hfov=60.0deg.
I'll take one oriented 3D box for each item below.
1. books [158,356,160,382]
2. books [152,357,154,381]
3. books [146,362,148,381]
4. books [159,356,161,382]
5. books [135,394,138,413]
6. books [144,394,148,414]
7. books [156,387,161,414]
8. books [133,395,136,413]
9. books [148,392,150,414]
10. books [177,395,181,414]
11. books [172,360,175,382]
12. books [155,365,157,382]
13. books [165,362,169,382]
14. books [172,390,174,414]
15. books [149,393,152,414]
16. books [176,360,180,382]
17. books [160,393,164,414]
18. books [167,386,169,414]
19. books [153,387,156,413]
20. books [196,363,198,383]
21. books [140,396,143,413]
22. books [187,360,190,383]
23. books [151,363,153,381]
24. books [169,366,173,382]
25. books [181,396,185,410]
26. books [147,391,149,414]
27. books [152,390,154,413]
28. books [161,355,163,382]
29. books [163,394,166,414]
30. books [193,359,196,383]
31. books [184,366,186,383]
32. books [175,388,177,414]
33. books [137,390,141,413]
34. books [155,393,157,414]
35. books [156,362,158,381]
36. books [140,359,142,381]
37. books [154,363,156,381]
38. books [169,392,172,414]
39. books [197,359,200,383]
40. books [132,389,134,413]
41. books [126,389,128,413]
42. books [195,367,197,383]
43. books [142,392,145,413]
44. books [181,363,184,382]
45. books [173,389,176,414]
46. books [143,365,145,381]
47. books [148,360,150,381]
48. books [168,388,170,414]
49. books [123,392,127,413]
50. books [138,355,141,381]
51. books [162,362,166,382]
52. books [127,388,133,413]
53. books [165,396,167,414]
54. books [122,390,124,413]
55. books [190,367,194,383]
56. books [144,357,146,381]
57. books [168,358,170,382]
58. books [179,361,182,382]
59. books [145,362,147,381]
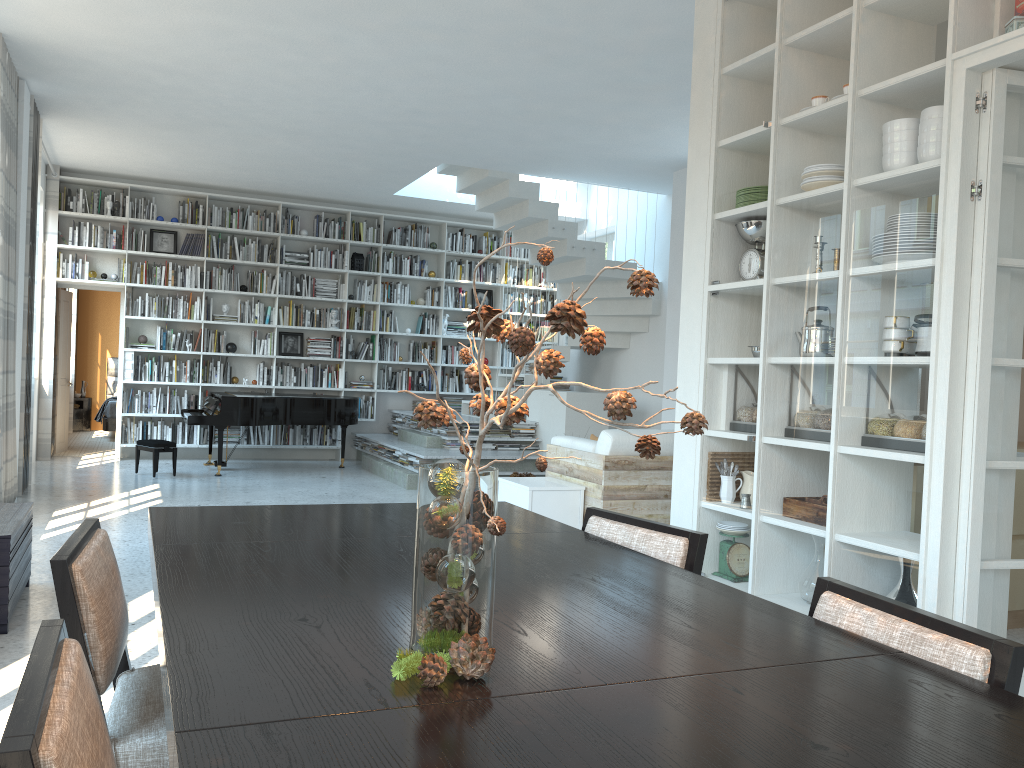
[{"bbox_3d":[-4.138,-0.180,10.379,0.009,0.299,0.141,2,1,-23],"label":"books"},{"bbox_3d":[-4.191,-0.171,10.341,0.009,0.278,0.157,2,1,-23],"label":"books"},{"bbox_3d":[-4.238,-0.142,10.305,0.015,0.217,0.180,2,1,-23],"label":"books"},{"bbox_3d":[-4.110,-0.179,10.352,0.019,0.300,0.180,2,1,-23],"label":"books"},{"bbox_3d":[-4.349,0.225,10.269,0.022,0.220,0.187,2,1,-23],"label":"books"},{"bbox_3d":[-4.255,0.227,10.308,0.028,0.223,0.189,2,1,-23],"label":"books"},{"bbox_3d":[-4.131,0.190,10.365,0.039,0.307,0.172,2,1,-23],"label":"books"},{"bbox_3d":[-4.380,0.235,10.281,0.024,0.198,0.148,2,1,-23],"label":"books"},{"bbox_3d":[-4.225,0.214,10.317,0.010,0.252,0.177,2,1,-23],"label":"books"},{"bbox_3d":[-3.932,0.244,10.463,0.059,0.216,0.177,2,1,-23],"label":"books"},{"bbox_3d":[-3.980,-0.151,10.424,0.026,0.254,0.176,2,1,-23],"label":"books"},{"bbox_3d":[-4.152,-0.125,10.336,0.016,0.189,0.183,2,1,-23],"label":"books"},{"bbox_3d":[-4.044,-0.141,10.396,0.027,0.230,0.159,2,1,-23],"label":"books"},{"bbox_3d":[-4.002,0.207,10.448,0.013,0.284,0.139,2,1,-23],"label":"books"},{"bbox_3d":[-4.213,0.226,10.337,0.028,0.229,0.157,2,1,-23],"label":"books"},{"bbox_3d":[-3.933,-0.152,10.432,0.028,0.260,0.181,2,1,-23],"label":"books"},{"bbox_3d":[-4.109,0.225,10.399,0.031,0.239,0.132,2,1,-23],"label":"books"},{"bbox_3d":[-4.039,0.185,10.400,0.014,0.325,0.170,2,1,-23],"label":"books"},{"bbox_3d":[-4.179,0.192,10.363,0.027,0.299,0.142,2,1,-23],"label":"books"},{"bbox_3d":[-3.736,-0.133,10.524,0.010,0.240,0.174,2,1,-23],"label":"books"},{"bbox_3d":[-4.312,0.236,10.316,0.025,0.200,0.137,2,1,-23],"label":"books"},{"bbox_3d":[-3.831,-0.150,10.476,0.021,0.265,0.185,2,1,-23],"label":"books"},{"bbox_3d":[-4.207,-0.138,10.345,0.016,0.211,0.145,2,1,-23],"label":"books"},{"bbox_3d":[-4.003,-0.115,10.404,0.029,0.181,0.190,2,1,-23],"label":"books"},{"bbox_3d":[-3.899,0.252,10.497,0.030,0.203,0.141,2,1,-23],"label":"books"},{"bbox_3d":[-4.237,0.211,10.317,0.013,0.257,0.189,2,1,-23],"label":"books"},{"bbox_3d":[-4.201,0.204,10.362,0.013,0.274,0.146,2,1,-23],"label":"books"},{"bbox_3d":[-4.101,-0.182,10.369,0.012,0.306,0.189,2,1,-23],"label":"books"},{"bbox_3d":[-4.081,0.233,10.407,0.028,0.225,0.134,2,1,-23],"label":"books"},{"bbox_3d":[-3.765,-0.158,10.503,0.014,0.286,0.179,2,1,-23],"label":"books"},{"bbox_3d":[-3.872,-0.116,10.484,0.023,0.194,0.140,2,1,-23],"label":"books"},{"bbox_3d":[-3.963,0.200,10.446,0.013,0.301,0.172,2,1,-23],"label":"books"},{"bbox_3d":[-4.327,0.203,10.285,0.029,0.266,0.171,2,1,-23],"label":"books"},{"bbox_3d":[-4.164,0.226,10.374,0.012,0.232,0.148,2,1,-23],"label":"books"},{"bbox_3d":[-4.150,-0.146,10.374,0.016,0.230,0.136,2,1,-23],"label":"books"},{"bbox_3d":[-4.307,-0.166,10.297,0.022,0.257,0.141,2,1,-23],"label":"books"},{"bbox_3d":[-4.168,-0.141,10.333,0.015,0.219,0.190,2,1,-23],"label":"books"},{"bbox_3d":[-4.021,0.221,10.437,0.029,0.254,0.153,2,1,-23],"label":"books"},{"bbox_3d":[-3.728,-0.153,10.550,0.024,0.280,0.135,2,1,-23],"label":"books"},{"bbox_3d":[-4.394,0.196,10.272,0.010,0.273,0.150,2,1,-23],"label":"books"},{"bbox_3d":[-4.440,0.193,10.221,0.011,0.277,0.189,2,1,-23],"label":"books"},{"bbox_3d":[-3.763,-0.108,10.542,0.023,0.187,0.130,2,1,-23],"label":"books"},{"bbox_3d":[-4.291,0.213,10.328,0.022,0.248,0.133,2,1,-23],"label":"books"},{"bbox_3d":[-3.892,-0.135,10.471,0.025,0.229,0.153,2,1,-23],"label":"books"},{"bbox_3d":[-3.981,0.205,10.444,0.022,0.291,0.137,2,1,-23],"label":"books"},{"bbox_3d":[-4.269,-0.130,10.276,0.019,0.189,0.193,2,1,-23],"label":"books"},{"bbox_3d":[-4.221,-0.155,10.319,0.014,0.243,0.171,2,1,-23],"label":"books"},{"bbox_3d":[-4.031,0.200,10.413,0.012,0.295,0.176,2,1,-23],"label":"books"},{"bbox_3d":[-4.465,0.211,10.229,0.029,0.239,0.154,2,1,-23],"label":"books"},{"bbox_3d":[-4.319,-0.185,10.282,0.014,0.294,0.171,2,1,-23],"label":"books"},{"bbox_3d":[-4.084,-0.143,10.398,0.045,0.230,0.138,2,1,-23],"label":"books"},{"bbox_3d":[-4.414,0.190,10.242,0.052,0.283,0.172,2,1,-23],"label":"books"},{"bbox_3d":[-4.062,0.242,10.414,0.013,0.209,0.154,2,1,-23],"label":"books"},{"bbox_3d":[-4.489,0.202,10.233,0.012,0.254,0.161,2,1,-23],"label":"books"},{"bbox_3d":[-3.801,-0.107,10.511,0.041,0.181,0.141,2,1,-23],"label":"books"},{"bbox_3d":[-4.263,-0.175,10.299,0.008,0.280,0.164,2,1,-23],"label":"books"},{"bbox_3d":[-4.024,-0.166,10.403,0.014,0.282,0.150,2,1,-23],"label":"books"},{"bbox_3d":[-3.910,-0.145,10.447,0.028,0.249,0.159,2,1,-23],"label":"books"},{"bbox_3d":[-4.256,-0.144,10.310,0.015,0.218,0.176,2,1,-23],"label":"books"}]
